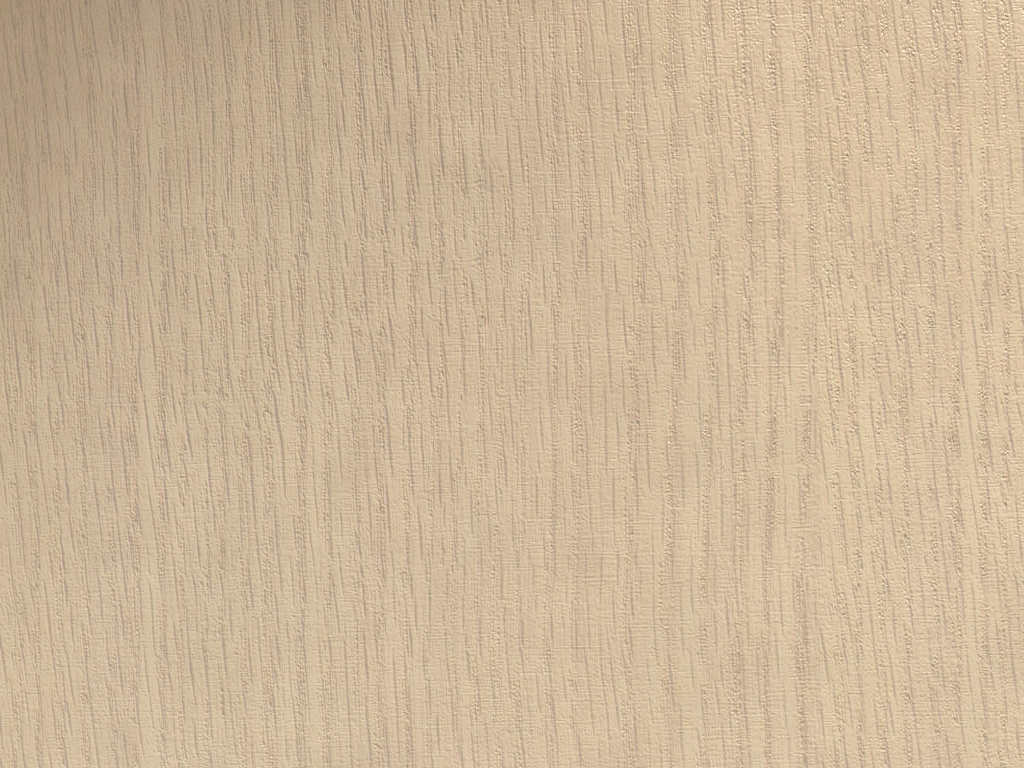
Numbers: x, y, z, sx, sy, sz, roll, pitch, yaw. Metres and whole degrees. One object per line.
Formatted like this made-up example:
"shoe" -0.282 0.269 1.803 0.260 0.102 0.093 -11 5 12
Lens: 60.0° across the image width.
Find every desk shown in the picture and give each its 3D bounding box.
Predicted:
"desk" 0.352 0.056 0.056 1.469 1.566 0.967 0 90 0
